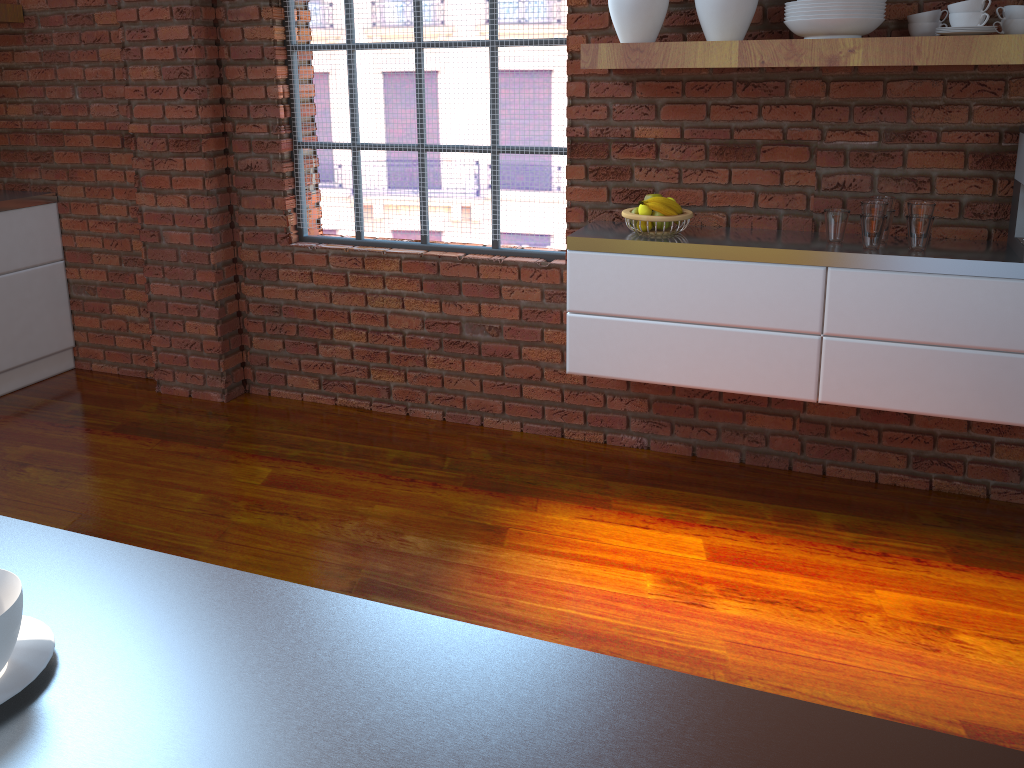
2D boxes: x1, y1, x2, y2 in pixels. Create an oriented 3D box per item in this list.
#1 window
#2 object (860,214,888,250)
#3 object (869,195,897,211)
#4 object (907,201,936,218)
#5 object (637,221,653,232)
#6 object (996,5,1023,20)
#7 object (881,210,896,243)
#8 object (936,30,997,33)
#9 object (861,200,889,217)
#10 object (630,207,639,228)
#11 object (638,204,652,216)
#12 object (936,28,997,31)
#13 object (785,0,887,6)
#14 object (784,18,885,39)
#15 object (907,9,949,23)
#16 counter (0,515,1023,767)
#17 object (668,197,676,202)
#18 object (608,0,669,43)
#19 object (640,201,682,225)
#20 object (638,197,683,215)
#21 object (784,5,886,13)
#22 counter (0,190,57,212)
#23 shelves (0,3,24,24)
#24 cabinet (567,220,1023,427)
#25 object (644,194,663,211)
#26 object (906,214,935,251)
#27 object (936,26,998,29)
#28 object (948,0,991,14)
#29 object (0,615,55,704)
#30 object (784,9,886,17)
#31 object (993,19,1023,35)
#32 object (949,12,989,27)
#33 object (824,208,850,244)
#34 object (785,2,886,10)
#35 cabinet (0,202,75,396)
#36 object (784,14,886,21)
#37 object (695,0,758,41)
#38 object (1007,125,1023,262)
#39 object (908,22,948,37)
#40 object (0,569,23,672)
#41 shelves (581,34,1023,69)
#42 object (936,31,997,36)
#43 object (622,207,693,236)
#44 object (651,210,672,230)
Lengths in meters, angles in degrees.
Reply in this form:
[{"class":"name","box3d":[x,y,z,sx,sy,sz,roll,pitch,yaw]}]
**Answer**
[{"class":"window","box3d":[3.552,-1.473,4.345,17.433,9.642,3.734,3,14,11]},{"class":"object","box3d":[1.079,-0.455,2.634,0.079,0.101,0.079,-13,20,-37]},{"class":"object","box3d":[1.144,-0.527,2.723,0.079,0.101,0.079,-13,20,-37]},{"class":"object","box3d":[1.206,-0.484,2.600,0.078,0.101,0.079,9,18,32]},{"class":"object","box3d":[0.437,-0.524,2.902,0.046,0.044,0.056,-12,21,-34]},{"class":"object","box3d":[1.430,-1.036,2.481,0.101,0.057,0.093,16,24,42]},{"class":"object","box3d":[1.144,-0.491,2.732,0.079,0.101,0.079,-13,20,-37]},{"class":"object","box3d":[1.265,-0.978,2.453,0.154,0.012,0.158,-7,20,-17]},{"class":"object","box3d":[1.078,-0.492,2.625,0.079,0.101,0.079,-13,20,-37]},{"class":"object","box3d":[0.432,-0.559,2.956,0.074,0.073,0.075,-2,16,-4]},{"class":"object","box3d":[0.439,-0.573,2.903,0.045,0.051,0.053,2,17,9]},{"class":"object","box3d":[1.265,-0.982,2.452,0.154,0.012,0.158,-7,20,-17]},{"class":"object","box3d":[0.949,-1.096,2.591,0.281,0.053,0.291,1,19,4]},{"class":"object","box3d":[0.949,-1.047,2.603,0.281,0.053,0.291,1,19,4]},{"class":"object","box3d":[1.225,-1.082,2.615,0.092,0.057,0.103,-4,18,-10]},{"class":"counter","box3d":[-0.240,0.445,0.363,3.154,0.126,1.054,7,21,20]},{"class":"object","box3d":[0.529,-0.605,2.959,0.047,0.045,0.056,-9,19,-26]},{"class":"object","box3d":[0.402,-1.209,2.800,0.194,0.242,0.197,-9,18,-28]},{"class":"object","box3d":[0.502,-0.554,2.875,0.178,0.092,0.065,-12,19,-31]},{"class":"object","box3d":[0.505,-0.578,2.890,0.185,0.082,0.068,-12,19,-30]},{"class":"object","box3d":[0.949,-1.077,2.596,0.281,0.053,0.291,1,19,4]},{"class":"counter","box3d":[-2.821,-0.593,3.347,0.717,0.043,2.042,7,21,19]},{"class":"shelves","box3d":[-2.857,-1.379,3.170,0.657,0.074,2.035,7,21,19]},{"class":"cabinet","box3d":[0.999,-0.221,2.813,1.628,0.462,0.346,7,17,21]},{"class":"object","box3d":[0.476,-0.608,2.948,0.069,0.060,0.071,12,21,36]},{"class":"object","box3d":[1.206,-0.448,2.609,0.078,0.101,0.079,9,18,32]},{"class":"object","box3d":[1.265,-0.987,2.451,0.154,0.012,0.158,-7,20,-17]},{"class":"object","box3d":[1.256,-1.035,2.435,0.092,0.057,0.103,1,18,4]},{"class":"object","box3d":[-0.466,0.243,0.734,0.156,0.012,0.157,-17,25,-38]},{"class":"object","box3d":[0.949,-1.068,2.598,0.281,0.053,0.291,1,19,4]},{"class":"object","box3d":[1.427,-1.004,2.484,0.093,0.045,0.101,-13,22,-32]},{"class":"object","box3d":[1.263,-1.005,2.442,0.092,0.045,0.102,4,19,15]},{"class":"object","box3d":[1.008,-0.490,2.739,0.077,0.101,0.080,-3,16,-8]},{"class":"object","box3d":[0.949,-1.086,2.594,0.281,0.053,0.291,1,19,4]},{"class":"cabinet","box3d":[-2.818,-0.184,3.444,0.714,0.793,2.042,5,20,20]},{"class":"object","box3d":[0.949,-1.057,2.601,0.281,0.053,0.291,1,19,4]},{"class":"object","box3d":[0.659,-1.177,2.703,0.192,0.242,0.198,-2,16,-7]},{"class":"object","box3d":[1.588,-0.540,2.473,0.271,0.359,0.390,5,18,20]},{"class":"object","box3d":[1.231,-1.052,2.624,0.092,0.045,0.102,0,18,1]},{"class":"object","box3d":[-0.470,0.214,0.728,0.124,0.067,0.120,1,18,5]},{"class":"shelves","box3d":[0.991,-0.990,2.632,1.541,0.074,0.347,7,21,20]},{"class":"object","box3d":[1.265,-0.974,2.454,0.154,0.012,0.158,-7,20,-17]},{"class":"object","box3d":[0.485,-0.542,2.944,0.236,0.069,0.242,-8,20,-20]},{"class":"object","box3d":[0.494,-0.545,2.916,0.078,0.064,0.077,-12,21,-34]}]
